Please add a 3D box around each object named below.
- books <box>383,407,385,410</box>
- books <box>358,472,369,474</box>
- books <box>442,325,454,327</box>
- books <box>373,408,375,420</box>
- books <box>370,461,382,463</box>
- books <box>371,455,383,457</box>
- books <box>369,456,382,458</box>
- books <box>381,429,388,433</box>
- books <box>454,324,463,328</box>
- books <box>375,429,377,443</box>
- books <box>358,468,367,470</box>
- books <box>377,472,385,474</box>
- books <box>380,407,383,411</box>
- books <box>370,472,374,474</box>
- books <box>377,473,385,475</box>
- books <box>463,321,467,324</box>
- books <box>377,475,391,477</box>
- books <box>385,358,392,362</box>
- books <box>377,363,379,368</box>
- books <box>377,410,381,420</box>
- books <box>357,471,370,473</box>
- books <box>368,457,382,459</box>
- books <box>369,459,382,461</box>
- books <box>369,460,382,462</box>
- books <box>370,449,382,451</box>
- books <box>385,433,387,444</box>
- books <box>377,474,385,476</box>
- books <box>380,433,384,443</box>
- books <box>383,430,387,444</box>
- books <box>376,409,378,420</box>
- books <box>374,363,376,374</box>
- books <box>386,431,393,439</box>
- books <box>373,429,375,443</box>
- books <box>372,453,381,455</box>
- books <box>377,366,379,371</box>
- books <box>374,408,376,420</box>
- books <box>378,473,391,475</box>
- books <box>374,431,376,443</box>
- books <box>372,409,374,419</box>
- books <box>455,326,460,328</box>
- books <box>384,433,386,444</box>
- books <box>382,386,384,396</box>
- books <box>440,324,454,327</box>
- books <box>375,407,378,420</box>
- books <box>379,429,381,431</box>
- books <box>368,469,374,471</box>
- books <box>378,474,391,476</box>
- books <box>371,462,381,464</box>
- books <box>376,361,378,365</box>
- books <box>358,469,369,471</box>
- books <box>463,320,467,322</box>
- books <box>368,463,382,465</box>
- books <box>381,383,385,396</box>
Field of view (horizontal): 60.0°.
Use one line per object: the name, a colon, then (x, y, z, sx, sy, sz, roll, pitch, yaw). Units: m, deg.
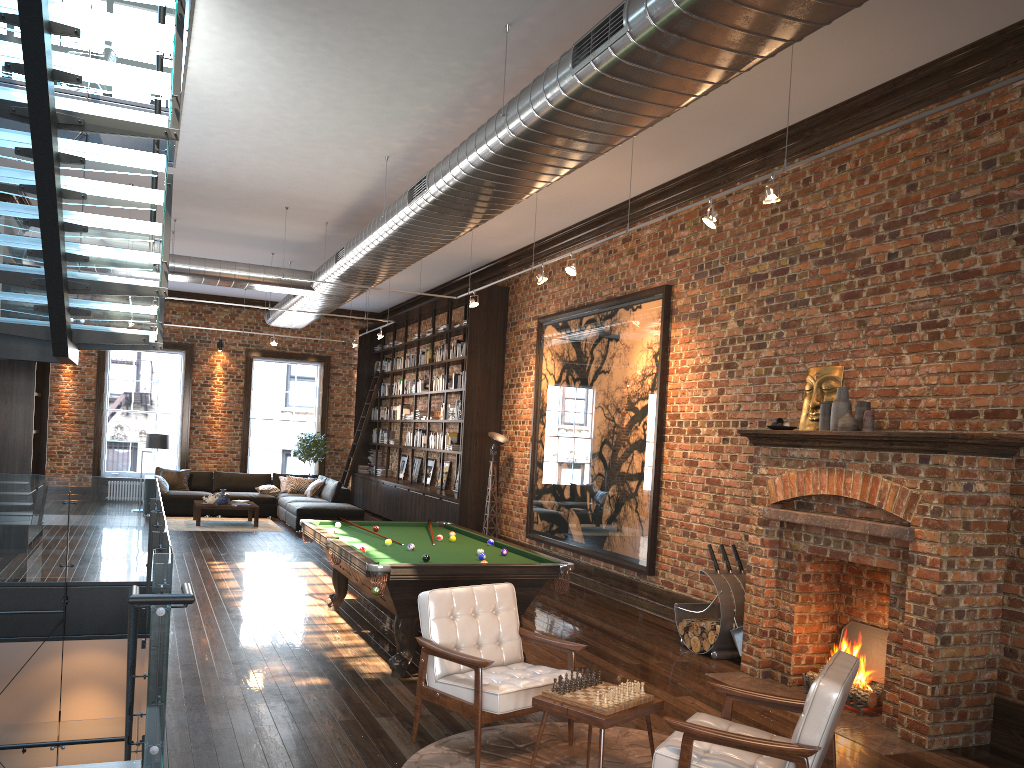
books: (-2.722, 0.646, 19.237, 0.160, 0.285, 0.014, 3, 1, -23)
books: (-3.325, 1.984, 19.822, 0.207, 0.013, 0.279, 5, -4, -21)
books: (-1.135, -1.007, 15.583, 0.168, 0.015, 0.369, 4, -4, -18)
books: (-3.024, 0.679, 19.927, 0.189, 0.273, 0.013, 3, 1, -23)
books: (-3.048, 1.745, 19.866, 0.208, 0.009, 0.343, 5, -4, -21)
books: (-3.024, 1.611, 19.865, 0.176, 0.008, 0.355, 5, -4, -23)
books: (-3.060, 1.639, 19.851, 0.241, 0.019, 0.228, 5, -4, -27)
books: (-2.770, 1.143, 19.305, 0.165, 0.304, 0.013, 3, 1, -23)
books: (-0.814, -0.954, 14.720, 0.220, 0.019, 0.328, 4, -4, -20)
books: (-2.942, 1.162, 19.724, 0.184, 0.301, 0.015, 3, 1, -23)
books: (-3.345, 1.897, 19.809, 0.154, 0.015, 0.193, 5, -4, -21)
books: (-2.732, 1.912, 19.013, 0.227, 0.007, 0.368, 5, -4, -21)
books: (-2.876, 0.654, 19.610, 0.179, 0.299, 0.015, 3, 1, -23)
books: (-3.060, 1.992, 19.872, 0.198, 0.035, 0.217, 4, -4, -19)
books: (-2.740, 1.934, 19.011, 0.227, 0.007, 0.370, 5, -4, -26)
books: (-0.630, -0.990, 14.305, 0.230, 0.018, 0.314, 5, -4, -21)
books: (-2.744, 1.972, 19.010, 0.229, 0.008, 0.331, 5, -4, -27)
books: (-2.666, -0.391, 19.200, 0.168, 0.338, 0.016, 3, 1, -23)
books: (-2.918, -0.334, 19.777, 0.177, 0.270, 0.029, 3, 1, -23)
books: (-2.882, 0.696, 19.582, 0.187, 0.211, 0.035, 4, 1, -23)
books: (-3.318, 1.972, 19.824, 0.211, 0.012, 0.272, 5, -4, -26)
books: (-3.063, 1.662, 19.851, 0.261, 0.028, 0.315, 5, -4, -22)
books: (-3.059, 1.699, 19.854, 0.239, 0.015, 0.249, 5, -4, -20)
books: (-3.059, 1.724, 19.855, 0.220, 0.006, 0.350, 4, -4, -18)
books: (-3.040, 1.480, 19.852, 0.208, 0.010, 0.351, 4, -4, -18)
books: (-2.641, 1.172, 19.039, 0.139, 0.227, 0.030, 3, 1, -23)
books: (-2.734, 1.957, 19.014, 0.227, 0.007, 0.368, 5, -4, -21)
books: (-2.742, 1.173, 19.187, 0.212, 0.233, 0.019, 4, 1, -23)
books: (-2.694, 1.149, 19.177, 0.160, 0.285, 0.014, 3, 1, -23)
books: (-2.918, 0.685, 19.653, 0.189, 0.237, 0.025, 3, 1, -23)
books: (-2.999, -0.330, 19.960, 0.187, 0.275, 0.015, 3, 1, -23)
books: (-2.628, 1.143, 19.011, 0.129, 0.283, 0.030, 3, 1, -22)
books: (-3.037, 1.176, 19.975, 0.181, 0.294, 0.050, 3, 1, -23)
books: (-3.033, 1.561, 19.859, 0.184, 0.030, 0.265, 4, -4, -17)
books: (-2.908, -0.294, 19.750, 0.182, 0.187, 0.032, 4, 1, -23)
books: (-2.988, 0.673, 19.870, 0.171, 0.282, 0.027, 3, 1, -23)
books: (-2.736, 1.927, 19.012, 0.229, 0.008, 0.329, 5, -4, -20)
books: (-2.991, 1.184, 19.841, 0.177, 0.266, 0.026, 3, 1, -23)
books: (-3.072, 0.689, 20.026, 0.187, 0.261, 0.014, 3, 1, -23)
books: (-0.814, -0.938, 14.721, 0.215, 0.012, 0.252, 4, -4, -18)
books: (-2.660, 1.170, 19.062, 0.164, 0.232, 0.026, 3, 1, -23)
books: (-2.731, 0.172, 19.274, 0.191, 0.229, 0.034, 4, 1, -23)
books: (-1.134, -1.023, 15.582, 0.189, 0.017, 0.275, 5, -4, -20)
books: (-2.936, 0.658, 19.710, 0.187, 0.297, 0.016, 3, 1, -23)
books: (-2.876, 1.157, 19.615, 0.139, 0.305, 0.016, 3, 1, -23)
books: (-3.079, 1.927, 19.861, 0.241, 0.023, 0.262, 4, -4, -18)
books: (-2.732, 1.950, 19.015, 0.229, 0.008, 0.327, 5, -4, -22)
books: (-3.046, 1.767, 19.868, 0.183, 0.034, 0.270, 4, -4, -17)
books: (-2.961, -0.347, 19.918, 0.180, 0.308, 0.014, 3, 1, -23)
books: (-3.323, 1.927, 19.820, 0.200, 0.019, 0.255, 5, -4, -20)
books: (-0.626, -1.019, 14.305, 0.202, 0.015, 0.360, 5, -4, -27)
books: (-3.067, 1.792, 19.860, 0.250, 0.020, 0.317, 5, -4, -22)
books: (-2.747, 0.137, 19.331, 0.189, 0.304, 0.014, 3, 1, -23)
